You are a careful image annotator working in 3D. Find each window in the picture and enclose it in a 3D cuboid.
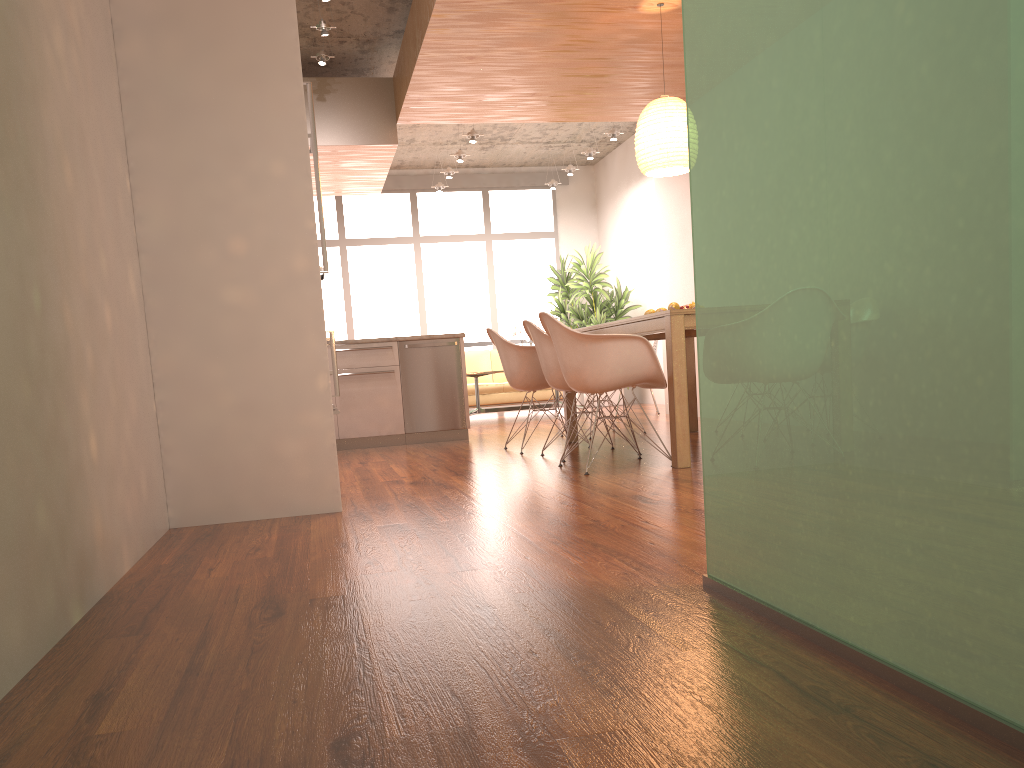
[{"bbox_3d":[-3.255,-1.081,11.953,8.533,3.314,0.061,-4,6,-12],"label":"window"}]

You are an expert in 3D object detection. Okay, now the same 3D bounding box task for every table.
[{"bbox_3d":[0.074,0.115,10.036,1.865,0.565,0.936,-4,2,-12],"label":"table"},{"bbox_3d":[1.099,-0.007,5.618,1.022,0.816,2.065,-5,2,-12],"label":"table"}]

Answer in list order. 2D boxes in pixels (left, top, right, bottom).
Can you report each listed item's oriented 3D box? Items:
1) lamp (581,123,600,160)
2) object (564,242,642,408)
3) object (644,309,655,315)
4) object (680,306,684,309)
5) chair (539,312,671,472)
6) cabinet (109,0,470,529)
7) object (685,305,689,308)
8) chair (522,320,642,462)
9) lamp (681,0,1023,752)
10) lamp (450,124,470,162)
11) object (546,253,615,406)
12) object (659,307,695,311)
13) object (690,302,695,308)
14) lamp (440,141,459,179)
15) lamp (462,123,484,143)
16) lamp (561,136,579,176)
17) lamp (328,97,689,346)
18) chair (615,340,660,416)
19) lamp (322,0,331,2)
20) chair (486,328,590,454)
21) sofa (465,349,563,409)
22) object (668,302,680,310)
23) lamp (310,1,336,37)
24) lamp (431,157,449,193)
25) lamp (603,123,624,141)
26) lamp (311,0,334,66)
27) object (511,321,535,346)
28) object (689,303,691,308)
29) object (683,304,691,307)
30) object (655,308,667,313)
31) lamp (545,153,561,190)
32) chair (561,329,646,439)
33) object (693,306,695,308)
[{"bbox_3d":[0.897,-2.849,10.209,0.134,0.487,0.196,2,8,45],"label":"lamp"},{"bbox_3d":[1.194,-0.763,11.558,0.967,2.126,1.070,-4,5,1],"label":"object"},{"bbox_3d":[0.882,-0.438,5.631,0.077,0.078,0.080,-6,4,-26],"label":"object"},{"bbox_3d":[1.053,-0.471,5.473,0.026,0.026,0.023,-3,4,20],"label":"object"},{"bbox_3d":[0.490,0.018,4.808,0.640,0.857,0.682,-5,5,-17],"label":"chair"},{"bbox_3d":[-1.056,-0.600,5.856,1.908,2.295,4.227,-5,2,-12],"label":"cabinet"},{"bbox_3d":[1.082,-0.473,5.450,0.023,0.026,0.026,-6,4,-32],"label":"object"},{"bbox_3d":[0.411,0.019,5.498,0.640,0.869,0.682,-5,5,-17],"label":"chair"},{"bbox_3d":[0.856,-1.282,4.805,0.446,3.426,8.152,-3,2,6],"label":"lamp"},{"bbox_3d":[-0.593,-2.740,9.898,0.134,0.487,0.196,2,8,45],"label":"lamp"},{"bbox_3d":[1.032,-0.763,12.213,1.081,2.126,0.956,-3,6,6],"label":"object"},{"bbox_3d":[1.004,-0.435,5.320,0.173,0.061,0.173,-4,2,-12],"label":"object"},{"bbox_3d":[1.142,-0.467,5.477,0.074,0.095,0.075,-4,4,-4],"label":"object"},{"bbox_3d":[-0.772,-2.741,10.696,0.134,0.487,0.196,2,8,45],"label":"lamp"},{"bbox_3d":[-0.414,-2.738,9.101,0.134,0.487,0.196,2,8,45],"label":"lamp"},{"bbox_3d":[0.718,-2.850,11.007,0.134,0.487,0.196,2,8,45],"label":"lamp"},{"bbox_3d":[-0.580,-1.044,6.525,3.206,1.360,3.055,-4,2,-12],"label":"lamp"},{"bbox_3d":[1.333,-0.132,9.404,0.562,0.910,0.537,-3,5,8],"label":"chair"},{"bbox_3d":[-1.186,-2.633,5.499,0.103,0.475,0.151,2,9,45],"label":"lamp"},{"bbox_3d":[0.168,0.024,6.168,0.640,0.869,0.682,-5,5,-17],"label":"chair"},{"bbox_3d":[-0.206,-0.026,11.268,1.796,0.846,0.875,-4,4,-12],"label":"sofa"},{"bbox_3d":[0.974,-0.455,5.305,0.082,0.072,0.080,-6,4,-36],"label":"object"},{"bbox_3d":[-1.310,-2.634,6.053,0.103,0.475,0.151,2,9,45],"label":"lamp"},{"bbox_3d":[-0.952,-2.742,11.494,0.134,0.487,0.196,2,8,45],"label":"lamp"},{"bbox_3d":[1.076,-2.847,9.412,0.134,0.487,0.196,2,8,45],"label":"lamp"},{"bbox_3d":[-1.434,-2.634,6.606,0.103,0.475,0.151,2,9,45],"label":"lamp"},{"bbox_3d":[0.123,-0.468,9.961,0.296,0.595,0.369,-6,5,-18],"label":"object"},{"bbox_3d":[1.132,-0.460,5.569,0.072,0.101,0.073,-2,5,23],"label":"object"},{"bbox_3d":[1.085,-0.484,5.498,0.065,0.022,0.069,-3,2,38],"label":"object"},{"bbox_3d":[0.932,-0.438,5.484,0.080,0.072,0.082,-5,4,-23],"label":"object"},{"bbox_3d":[0.539,-2.851,11.804,0.134,0.487,0.196,2,8,45],"label":"lamp"},{"bbox_3d":[0.681,-0.026,7.035,0.679,0.869,0.642,-6,5,-27],"label":"chair"},{"bbox_3d":[1.129,-0.449,5.375,0.063,0.069,0.073,-2,4,25],"label":"object"}]
